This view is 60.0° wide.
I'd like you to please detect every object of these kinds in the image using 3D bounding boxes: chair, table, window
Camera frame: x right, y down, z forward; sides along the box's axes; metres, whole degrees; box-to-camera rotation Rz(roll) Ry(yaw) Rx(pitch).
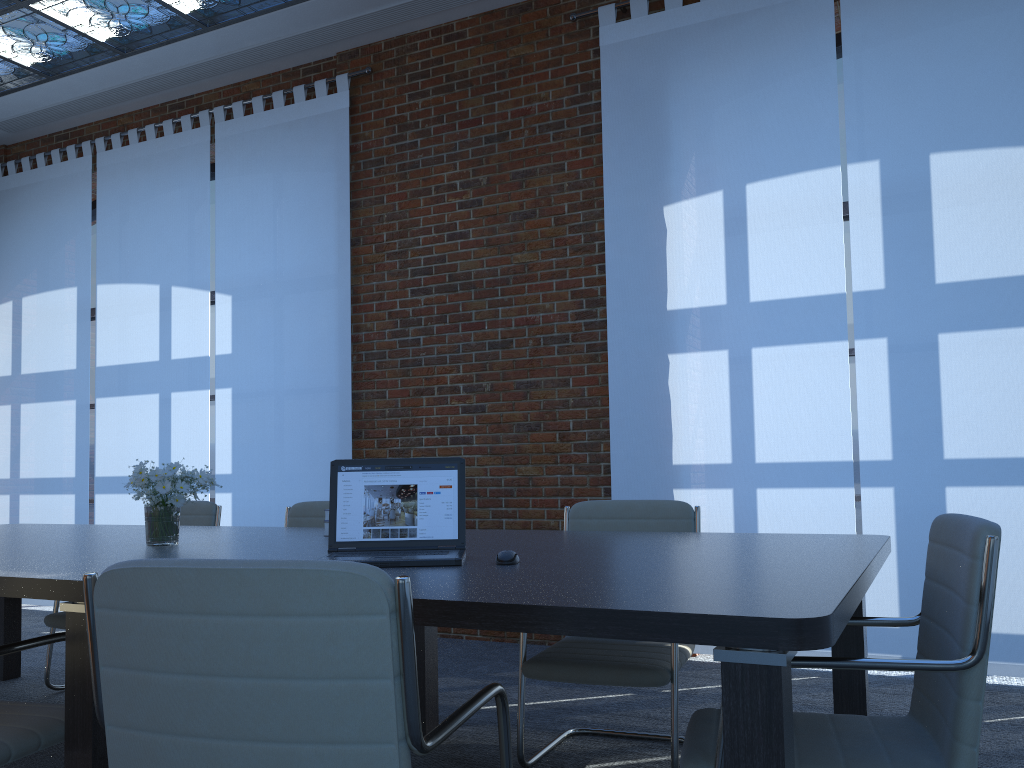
[{"bbox_3d":[0.377,0.901,3.262,0.560,0.920,0.708,-3,-4,21],"label":"chair"},{"bbox_3d":[0.765,0.780,2.116,0.706,0.920,0.561,-2,-4,15],"label":"chair"},{"bbox_3d":[-1.499,0.841,2.292,0.560,0.920,0.708,-2,-4,15],"label":"chair"},{"bbox_3d":[-0.925,0.988,3.895,0.560,0.920,0.708,-3,-4,20],"label":"chair"},{"bbox_3d":[-0.331,0.752,1.619,0.560,0.920,0.708,-2,-4,15],"label":"chair"},{"bbox_3d":[-1.136,0.973,3.125,4.507,0.808,1.813,-4,-6,26],"label":"table"},{"bbox_3d":[-1.908,1.065,4.485,0.560,0.920,0.707,-3,-5,30],"label":"chair"},{"bbox_3d":[0.107,-0.170,5.982,9.629,3.599,0.160,-4,-4,26],"label":"window"}]

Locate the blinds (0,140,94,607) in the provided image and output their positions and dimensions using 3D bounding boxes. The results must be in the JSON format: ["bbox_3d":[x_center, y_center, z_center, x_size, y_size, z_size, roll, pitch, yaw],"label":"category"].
[{"bbox_3d":[-3.912,-0.068,7.331,1.220,3.748,0.040,-3,-4,26],"label":"blinds"}]

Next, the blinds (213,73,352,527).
[{"bbox_3d":[-1.627,-0.222,6.219,1.220,3.748,0.040,-3,-4,26],"label":"blinds"}]

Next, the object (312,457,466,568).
[{"bbox_3d":[-0.327,0.341,2.411,0.390,0.282,0.324,-1,-5,-1],"label":"object"}]

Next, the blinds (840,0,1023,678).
[{"bbox_3d":[2.347,-0.488,4.286,1.320,3.748,0.040,-3,-4,26],"label":"blinds"}]

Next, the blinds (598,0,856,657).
[{"bbox_3d":[1.142,-0.408,4.872,1.316,3.748,0.040,-3,-4,26],"label":"blinds"}]

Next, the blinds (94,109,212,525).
[{"bbox_3d":[-2.765,-0.145,6.773,1.220,3.748,0.040,-3,-4,26],"label":"blinds"}]

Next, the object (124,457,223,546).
[{"bbox_3d":[-1.238,0.418,3.164,0.336,0.309,0.329,-5,-6,36],"label":"object"}]

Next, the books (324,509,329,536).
[{"bbox_3d":[-0.570,0.538,3.522,0.255,0.114,0.295,-3,-6,24],"label":"books"}]

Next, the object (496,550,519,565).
[{"bbox_3d":[-0.013,0.448,2.292,0.059,0.034,0.101,-2,-5,6],"label":"object"}]
